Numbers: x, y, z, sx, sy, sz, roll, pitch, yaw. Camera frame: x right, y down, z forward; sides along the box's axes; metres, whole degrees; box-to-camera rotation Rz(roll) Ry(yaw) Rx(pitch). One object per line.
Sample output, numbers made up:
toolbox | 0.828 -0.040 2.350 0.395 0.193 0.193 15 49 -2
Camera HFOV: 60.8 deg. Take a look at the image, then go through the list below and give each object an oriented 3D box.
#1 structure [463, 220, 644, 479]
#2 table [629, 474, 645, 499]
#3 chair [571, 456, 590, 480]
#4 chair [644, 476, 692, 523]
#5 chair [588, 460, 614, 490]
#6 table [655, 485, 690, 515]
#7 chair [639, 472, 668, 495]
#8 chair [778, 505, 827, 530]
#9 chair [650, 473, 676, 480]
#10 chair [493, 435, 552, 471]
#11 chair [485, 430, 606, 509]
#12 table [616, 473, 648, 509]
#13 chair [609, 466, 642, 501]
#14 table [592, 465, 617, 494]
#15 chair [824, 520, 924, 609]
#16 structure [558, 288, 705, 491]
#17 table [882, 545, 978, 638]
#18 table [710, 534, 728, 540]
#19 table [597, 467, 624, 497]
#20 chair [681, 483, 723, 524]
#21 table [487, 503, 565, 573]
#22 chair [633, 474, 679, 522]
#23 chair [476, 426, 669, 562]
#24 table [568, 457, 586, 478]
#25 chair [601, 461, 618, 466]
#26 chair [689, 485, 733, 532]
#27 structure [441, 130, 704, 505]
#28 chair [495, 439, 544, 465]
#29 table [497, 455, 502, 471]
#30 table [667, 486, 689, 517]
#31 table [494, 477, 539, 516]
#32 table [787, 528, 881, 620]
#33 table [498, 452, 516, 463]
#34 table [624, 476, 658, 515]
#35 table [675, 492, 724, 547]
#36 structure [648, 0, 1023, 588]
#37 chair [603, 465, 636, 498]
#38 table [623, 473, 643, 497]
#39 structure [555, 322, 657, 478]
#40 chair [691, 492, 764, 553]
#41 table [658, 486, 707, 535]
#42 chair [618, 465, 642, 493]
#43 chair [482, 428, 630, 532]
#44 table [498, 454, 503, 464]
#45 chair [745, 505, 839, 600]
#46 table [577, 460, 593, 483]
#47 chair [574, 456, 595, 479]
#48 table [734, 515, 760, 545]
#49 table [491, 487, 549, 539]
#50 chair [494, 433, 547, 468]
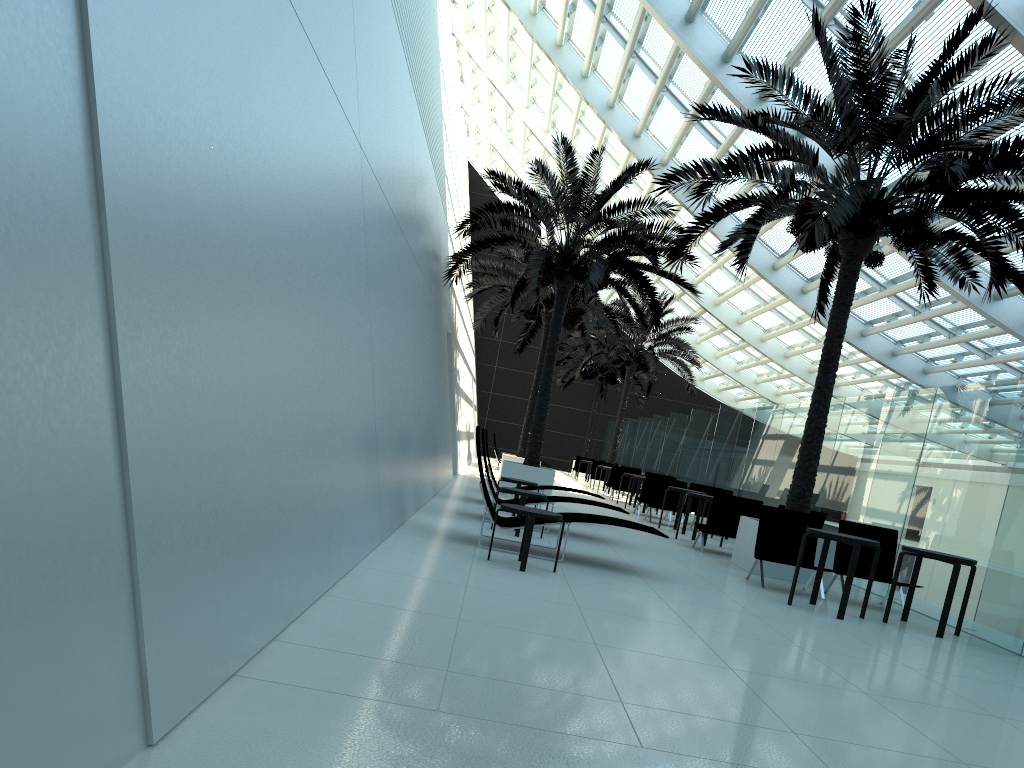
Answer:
structure | 0.664 -0.855 22.458 4.210 6.958 4.671 13 4 32
table | 3.888 3.043 25.480 0.666 0.788 0.688 13 3 42
chair | 2.850 3.410 35.533 0.717 0.895 0.880 11 2 -1
chair | 3.068 2.301 16.916 0.717 0.895 0.880 11 2 -1
chair | 2.928 2.969 28.148 0.717 0.895 0.880 11 2 -1
table | 3.949 2.796 21.306 0.666 0.788 0.687 13 3 37
chair | 3.907 2.916 24.297 0.717 0.895 0.880 11 2 -1
chair | 4.049 2.236 12.867 0.717 0.895 0.880 11 2 -1
chair | 3.914 2.812 22.601 0.717 0.895 0.880 11 2 -1
chair | 0.308 2.334 28.204 2.039 1.169 0.913 11 3 -2
chair | 0.485 1.490 14.017 2.039 1.169 0.913 11 3 -2
table | 2.996 2.614 21.272 0.666 0.788 0.687 13 3 37
chair | 2.997 2.637 22.568 0.717 0.895 0.880 11 2 -1
table | 2.927 2.947 26.877 0.666 0.788 0.687 13 3 37
chair | 4.074 2.048 9.743 0.717 0.895 0.880 11 2 -1
structure | 3.884 0.155 29.989 4.845 7.085 4.377 10 4 -8
table | 4.108 2.039 8.575 0.688 0.788 0.665 8 3 -44
table | 4.020 2.461 15.667 0.666 0.788 0.687 13 3 37
table | 2.935 2.860 25.446 0.666 0.788 0.688 13 3 42
chair | 3.977 2.580 18.658 0.717 0.895 0.880 11 2 -1
table | 0.128 1.366 7.738 0.543 0.522 0.561 12 2 42
chair | 3.060 2.405 18.625 0.717 0.895 0.880 11 2 -1
chair | 0.549 1.184 8.875 2.039 1.169 0.913 11 3 -2
table | 2.795 3.530 36.714 0.688 0.788 0.665 8 3 -44
chair | 3.773 3.482 33.869 0.717 0.895 0.880 11 2 -1
chair | 3.984 2.476 16.949 0.717 0.895 0.880 11 2 -1
structure | 0.935 -1.143 16.471 4.691 6.897 4.189 9 4 -22
chair | 0.243 2.644 33.425 2.039 1.169 0.913 11 3 -2
table | -0.113 2.516 27.067 0.543 0.521 0.560 12 2 37
table | 3.959 2.707 19.841 0.666 0.788 0.688 13 3 42
table | 0.064 1.672 12.880 0.543 0.522 0.561 12 2 42
table | 3.155 1.857 8.541 0.688 0.788 0.665 8 3 -44
table | -0.178 2.826 32.288 0.543 0.522 0.561 12 2 42
table | 3.006 2.525 19.807 0.666 0.788 0.688 13 3 42
table | 3.078 2.181 14.016 0.666 0.788 0.688 13 3 42
structure | 4.128 -0.981 10.856 4.772 7.085 4.445 12 4 17
chair | 2.990 2.740 24.265 0.717 0.895 0.880 11 2 -1
table | 3.880 3.129 26.911 0.666 0.788 0.687 13 3 37
structure | 3.808 0.644 38.130 4.504 7.084 4.710 9 4 -22
chair | 3.133 2.061 12.834 0.717 0.895 0.880 11 2 -1
table | 3.067 2.279 15.633 0.666 0.788 0.687 13 3 37
chair | 3.844 3.144 28.180 0.717 0.895 0.880 11 2 -1
chair | 0.517 1.337 11.446 2.039 1.169 0.913 11 3 -2
table | -0.145 2.669 29.637 0.543 0.522 0.561 12 2 42
chair | 3.157 1.872 9.710 0.717 0.895 0.880 11 2 -1
table | 2.856 3.284 32.540 0.666 0.788 0.687 13 3 37
chair | 2.857 3.307 33.836 0.717 0.895 0.880 11 2 -1
table | 4.031 2.363 14.050 0.666 0.788 0.688 13 3 42
table | 0.096 1.519 10.309 0.543 0.522 0.561 12 2 42
chair | 0.276 2.486 30.774 2.039 1.169 0.913 11 3 -2
